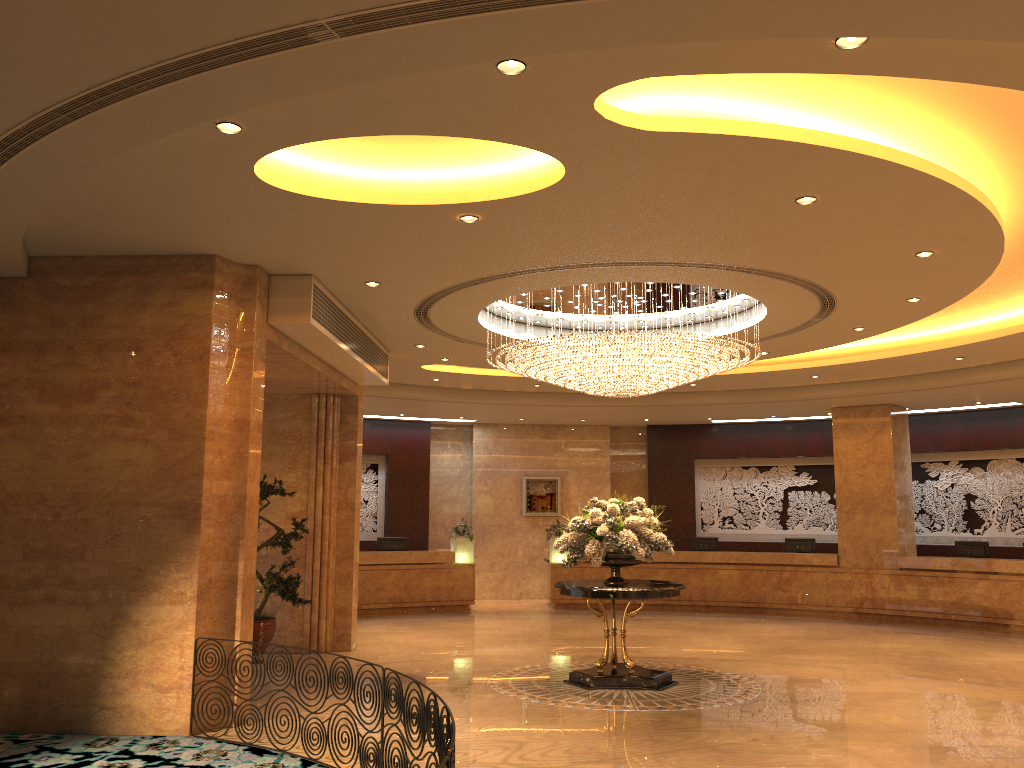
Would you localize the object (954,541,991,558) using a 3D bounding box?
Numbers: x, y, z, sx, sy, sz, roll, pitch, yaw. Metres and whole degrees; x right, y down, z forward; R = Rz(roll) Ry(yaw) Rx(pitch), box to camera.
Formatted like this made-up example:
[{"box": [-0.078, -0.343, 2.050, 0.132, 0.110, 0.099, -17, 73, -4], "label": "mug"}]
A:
[{"box": [8.264, 3.067, 15.897, 0.430, 0.500, 0.531, 0, -9, -1], "label": "object"}]

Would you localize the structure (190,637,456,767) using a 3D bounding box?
[{"box": [-2.271, 2.023, 3.318, 3.815, 0.995, 7.624, -3, -9, 21], "label": "structure"}]

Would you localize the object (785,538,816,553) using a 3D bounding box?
[{"box": [5.797, 3.344, 17.807, 0.430, 0.500, 0.531, 4, -9, -25], "label": "object"}]

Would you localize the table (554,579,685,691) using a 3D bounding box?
[{"box": [1.223, 2.815, 10.064, 1.493, 1.089, 1.493, 1, -9, -4], "label": "table"}]

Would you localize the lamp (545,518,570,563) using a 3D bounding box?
[{"box": [0.975, 3.249, 18.427, 0.577, 0.925, 0.542, 0, -9, 5], "label": "lamp"}]

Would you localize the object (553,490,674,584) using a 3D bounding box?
[{"box": [1.209, 1.789, 10.251, 1.277, 0.999, 1.318, -5, -10, 33], "label": "object"}]

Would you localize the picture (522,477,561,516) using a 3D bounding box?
[{"box": [0.681, 2.581, 20.389, 0.875, 0.890, 0.068, 1, -9, -6], "label": "picture"}]

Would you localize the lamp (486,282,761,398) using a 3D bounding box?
[{"box": [1.293, -0.437, 10.554, 3.206, 1.196, 3.204, -7, -11, 39], "label": "lamp"}]

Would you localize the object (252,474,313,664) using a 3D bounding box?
[{"box": [-3.219, 2.339, 11.284, 1.250, 2.363, 0.843, 3, -9, -16], "label": "object"}]

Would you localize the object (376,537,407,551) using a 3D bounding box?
[{"box": [-2.565, 3.314, 17.751, 0.918, 0.500, 0.397, 3, -9, -15], "label": "object"}]

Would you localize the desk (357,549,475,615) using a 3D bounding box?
[{"box": [-3.090, 3.836, 17.158, 5.227, 1.155, 1.570, 6, -10, -33], "label": "desk"}]

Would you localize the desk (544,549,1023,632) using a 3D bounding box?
[{"box": [6.341, 3.707, 16.030, 12.951, 1.155, 3.466, -6, -11, 37], "label": "desk"}]

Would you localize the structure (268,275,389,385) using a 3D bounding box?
[{"box": [-2.074, -0.526, 10.698, 0.425, 0.483, 4.113, 0, -9, 3], "label": "structure"}]

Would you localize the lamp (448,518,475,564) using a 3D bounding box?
[{"box": [-1.033, 3.179, 18.027, 0.570, 0.923, 0.580, 0, -9, -1], "label": "lamp"}]

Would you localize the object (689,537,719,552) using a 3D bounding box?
[{"box": [4.005, 3.439, 18.492, 0.430, 0.500, 0.531, 7, -11, -36], "label": "object"}]
